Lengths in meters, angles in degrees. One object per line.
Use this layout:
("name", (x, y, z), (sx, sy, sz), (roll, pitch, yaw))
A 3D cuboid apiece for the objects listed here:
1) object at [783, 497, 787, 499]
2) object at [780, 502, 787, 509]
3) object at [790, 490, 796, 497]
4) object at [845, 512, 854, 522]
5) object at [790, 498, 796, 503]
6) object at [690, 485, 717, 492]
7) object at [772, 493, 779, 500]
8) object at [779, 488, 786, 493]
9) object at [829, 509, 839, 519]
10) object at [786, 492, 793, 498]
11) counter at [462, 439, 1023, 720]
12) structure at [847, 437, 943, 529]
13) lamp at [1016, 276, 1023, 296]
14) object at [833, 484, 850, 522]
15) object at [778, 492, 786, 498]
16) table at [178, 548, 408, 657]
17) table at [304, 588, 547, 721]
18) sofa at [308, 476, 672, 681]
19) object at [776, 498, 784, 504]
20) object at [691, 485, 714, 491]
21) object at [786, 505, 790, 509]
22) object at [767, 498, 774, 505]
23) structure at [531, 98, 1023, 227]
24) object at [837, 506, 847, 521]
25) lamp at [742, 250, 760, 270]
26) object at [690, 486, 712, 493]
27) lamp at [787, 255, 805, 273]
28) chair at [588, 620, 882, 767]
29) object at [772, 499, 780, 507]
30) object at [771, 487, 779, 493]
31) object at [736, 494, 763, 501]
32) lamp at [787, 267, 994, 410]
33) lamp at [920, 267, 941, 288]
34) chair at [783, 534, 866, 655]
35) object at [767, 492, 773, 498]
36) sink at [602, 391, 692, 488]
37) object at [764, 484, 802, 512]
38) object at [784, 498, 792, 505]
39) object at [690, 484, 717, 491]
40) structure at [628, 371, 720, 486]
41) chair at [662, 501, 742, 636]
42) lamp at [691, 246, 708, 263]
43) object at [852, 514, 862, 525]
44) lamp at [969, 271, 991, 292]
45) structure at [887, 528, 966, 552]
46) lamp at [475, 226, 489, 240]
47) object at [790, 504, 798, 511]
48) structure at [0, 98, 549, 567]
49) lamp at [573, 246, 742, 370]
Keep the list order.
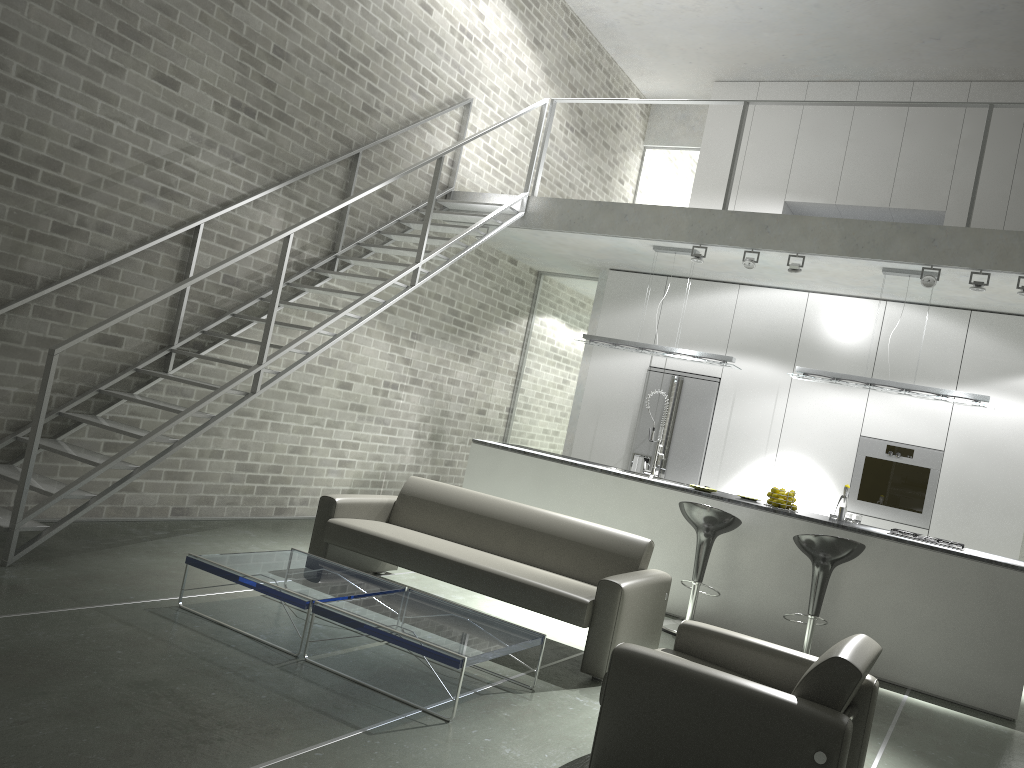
("object", (2.097, 0.894, 6.815), (0.051, 0.053, 0.062), (11, -2, 27))
("object", (2.077, 0.929, 6.782), (0.051, 0.053, 0.063), (11, -2, 27))
("object", (2.166, 0.848, 6.850), (0.050, 0.060, 0.059), (11, -2, 19))
("object", (2.662, 1.051, 6.987), (0.064, 0.070, 0.063), (13, -2, -23))
("object", (2.159, 0.896, 6.828), (0.061, 0.054, 0.053), (13, -2, -25))
("object", (1.509, 0.833, 7.004), (0.217, 0.017, 0.216), (13, -2, -28))
("object", (2.036, 0.868, 6.839), (0.062, 0.053, 0.052), (12, -2, -9))
("object", (2.092, 0.831, 6.857), (0.051, 0.053, 0.063), (11, -2, 21))
("object", (2.535, 1.024, 6.975), (0.064, 0.070, 0.063), (13, -2, -23))
("object", (2.125, 0.851, 6.796), (0.051, 0.053, 0.063), (11, -2, 32))
("counter", (1.651, 1.371, 7.143), (4.400, 0.960, 0.900), (11, -2, 29))
("structure", (3.407, 0.875, 7.915), (0.692, 0.680, 0.036), (11, -2, 29))
("lamp", (3.674, -0.697, 6.323), (0.109, 0.135, 0.109), (12, -2, -13))
("object", (2.583, 0.920, 6.873), (0.088, 0.288, 0.101), (13, -2, -31))
("object", (2.065, 0.850, 6.792), (0.061, 0.052, 0.053), (11, -2, 32))
("table", (-1.110, 1.090, 4.550), (0.820, 0.270, 0.800), (11, -2, 29))
("table", (-0.390, 1.228, 4.142), (0.820, 0.270, 0.800), (11, -2, 29))
("sofa", (-0.172, 1.083, 5.422), (2.114, 0.717, 0.902), (11, -2, 29))
("object", (2.047, 0.893, 6.766), (0.061, 0.054, 0.052), (12, -2, -4))
("object", (1.510, 0.828, 7.004), (0.217, 0.017, 0.216), (13, -2, -28))
("object", (2.121, 0.942, 6.849), (0.061, 0.055, 0.050), (13, -2, -25))
("object", (2.009, 0.910, 6.876), (0.060, 0.057, 0.052), (11, -2, 21))
("structure", (2.672, -1.756, 7.021), (5.560, 0.972, 0.070), (11, -2, 29))
("object", (2.553, 1.006, 6.863), (0.060, 0.106, 0.060), (11, -2, 23))
("lamp", (1.957, -1.020, 7.283), (0.115, 0.151, 0.115), (12, -2, -18))
("object", (1.508, 0.838, 7.003), (0.217, 0.017, 0.216), (13, -2, -28))
("lamp", (2.278, -0.958, 7.125), (0.115, 0.151, 0.115), (12, -2, -18))
("chair", (0.875, 1.243, 3.451), (0.910, 0.717, 0.963), (11, -2, 29))
("object", (2.034, 0.919, 6.821), (0.064, 0.063, 0.074), (10, -2, 40))
("object", (2.033, 0.822, 6.857), (0.053, 0.051, 0.063), (13, -2, -23))
("object", (1.931, 0.932, 7.227), (0.217, 0.017, 0.216), (13, -2, -35))
("lamp", (3.026, -0.411, 6.937), (1.490, 0.964, 0.290), (11, -2, 29))
("lamp", (3.117, -0.795, 6.618), (0.131, 0.154, 0.098), (11, -2, 29))
("chair", (2.024, 1.447, 5.891), (0.457, 0.931, 0.464), (12, -2, 10))
("object", (2.012, 0.863, 6.896), (0.053, 0.051, 0.063), (12, -2, -12))
("sink", (1.280, 0.582, 7.585), (0.987, 1.023, 0.546), (11, -2, 29))
("object", (2.093, 0.875, 6.852), (0.189, 0.174, 0.207), (12, -2, -16))
("object", (2.113, 0.900, 6.789), (0.061, 0.055, 0.051), (12, -2, -2))
("object", (1.511, 0.824, 7.004), (0.217, 0.017, 0.216), (13, -2, -28))
("structure", (1.545, 0.860, 8.951), (0.743, 1.900, 0.160), (11, -2, 29))
("chair", (1.337, 1.316, 6.319), (0.457, 0.931, 0.464), (10, -2, 43))
("lamp", (1.579, -1.100, 7.506), (0.109, 0.136, 0.109), (12, -2, -19))
("object", (2.682, 1.052, 6.896), (0.064, 0.070, 0.063), (11, -2, 37))
("lamp", (3.410, -0.748, 6.473), (0.109, 0.135, 0.109), (12, -2, -13))
("structure", (3.015, 1.125, 6.438), (0.500, 0.038, 0.500), (11, -2, 29))
("lamp", (2.991, -0.763, 8.918), (6.854, 0.136, 0.110), (12, -2, -6))
("object", (2.160, 0.946, 6.804), (0.062, 0.052, 0.053), (13, -2, -31))
("structure", (-1.492, -0.959, 6.625), (0.902, 4.246, 4.345), (11, -2, 29))
("lamp", (1.365, -0.730, 7.878), (1.490, 0.964, 0.290), (11, -2, 29))
